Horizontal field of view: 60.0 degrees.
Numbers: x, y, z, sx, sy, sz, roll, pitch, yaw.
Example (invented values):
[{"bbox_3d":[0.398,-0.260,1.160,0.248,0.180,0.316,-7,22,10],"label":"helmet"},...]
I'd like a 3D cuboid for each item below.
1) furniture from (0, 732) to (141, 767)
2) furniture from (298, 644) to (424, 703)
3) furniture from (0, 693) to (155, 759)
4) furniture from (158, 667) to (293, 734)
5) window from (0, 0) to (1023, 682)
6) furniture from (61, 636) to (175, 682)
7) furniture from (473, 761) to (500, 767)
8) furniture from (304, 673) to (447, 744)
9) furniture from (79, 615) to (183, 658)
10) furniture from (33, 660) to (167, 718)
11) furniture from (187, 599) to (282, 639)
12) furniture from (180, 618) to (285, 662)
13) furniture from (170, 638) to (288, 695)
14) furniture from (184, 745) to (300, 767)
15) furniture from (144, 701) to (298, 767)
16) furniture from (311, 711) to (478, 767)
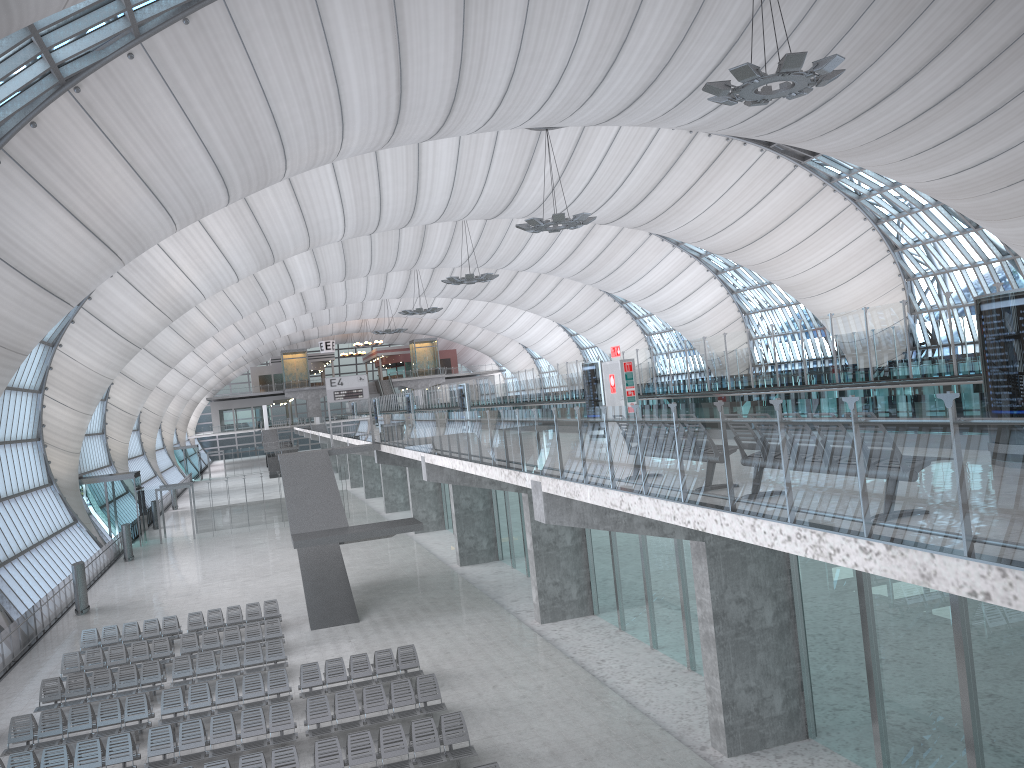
[{"bbox_3d":[-8.146,6.943,15.868,2.705,0.913,1.572,-6,-1,-16],"label":"furniture"},{"bbox_3d":[-3.382,6.486,19.774,2.705,0.913,1.572,-6,-1,-16],"label":"furniture"},{"bbox_3d":[-8.816,7.035,18.172,2.705,0.913,1.572,-6,-1,-16],"label":"furniture"},{"bbox_3d":[-6.099,6.761,18.973,2.705,0.913,1.572,-6,-1,-16],"label":"furniture"},{"bbox_3d":[-7.647,-1.967,79.075,50.537,20.004,167.818,-6,-1,-16],"label":"window"},{"bbox_3d":[-10.216,7.227,22.989,2.705,0.913,1.572,-6,-1,-16],"label":"furniture"},{"bbox_3d":[-1.372,6.211,12.862,2.705,0.913,1.572,-6,-1,-16],"label":"furniture"},{"bbox_3d":[-2.712,6.394,17.470,2.705,0.913,1.572,-6,-1,-16],"label":"furniture"},{"bbox_3d":[-10.953,7.328,25.523,2.705,0.913,1.572,-6,-1,-16],"label":"furniture"},{"bbox_3d":[-9.561,7.137,20.735,2.705,0.913,1.572,-6,-1,-16],"label":"furniture"},{"bbox_3d":[-8.236,7.053,26.324,2.705,0.913,1.572,-6,-1,-16],"label":"furniture"},{"bbox_3d":[-7.500,6.952,23.790,2.705,0.913,1.572,-6,-1,-16],"label":"furniture"},{"bbox_3d":[-6.844,6.863,21.536,2.705,0.913,1.572,-6,-1,-16],"label":"furniture"},{"bbox_3d":[-4.759,6.577,14.365,2.705,0.913,1.572,-6,-1,-16],"label":"furniture"},{"bbox_3d":[-5.429,6.669,16.669,2.705,0.913,1.572,-6,-1,-16],"label":"furniture"},{"bbox_3d":[-2.042,6.303,15.166,2.705,0.913,1.572,-6,-1,-16],"label":"furniture"}]
